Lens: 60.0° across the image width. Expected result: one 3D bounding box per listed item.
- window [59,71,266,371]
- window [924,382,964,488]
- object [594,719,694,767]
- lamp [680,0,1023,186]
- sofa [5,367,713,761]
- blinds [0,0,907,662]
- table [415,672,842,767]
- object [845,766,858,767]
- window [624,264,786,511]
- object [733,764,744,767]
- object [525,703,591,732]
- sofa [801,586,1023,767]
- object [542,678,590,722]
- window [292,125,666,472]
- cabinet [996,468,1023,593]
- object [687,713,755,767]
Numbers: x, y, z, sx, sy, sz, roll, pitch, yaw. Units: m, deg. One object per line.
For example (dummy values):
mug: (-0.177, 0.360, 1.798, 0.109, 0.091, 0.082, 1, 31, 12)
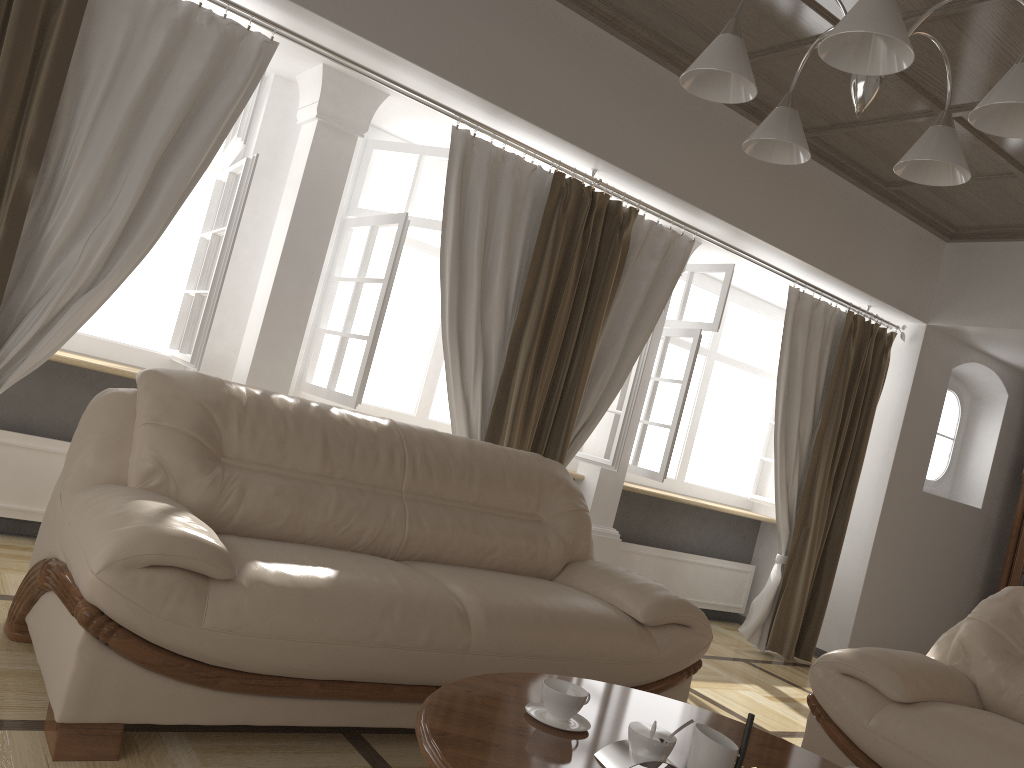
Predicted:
window: (-1.836, -0.898, 3.533, 1.600, 1.500, 0.781, 16, -3, -34)
window: (3.065, 0.362, 6.437, 0.600, 0.784, 0.050, 16, -3, -34)
object: (0.282, 0.717, 1.789, 0.178, 0.133, 0.104, 15, -2, -19)
lamp: (0.893, -1.079, 1.919, 0.713, 1.094, 0.741, 16, -3, -34)
sofa: (-0.383, 0.600, 3.002, 2.135, 0.900, 1.051, 16, -3, -34)
blinds: (0.045, 0.033, 4.226, 5.765, 2.294, 0.285, 16, -3, -34)
table: (0.325, 1.001, 1.821, 1.169, 0.392, 1.167, 16, -3, -39)
object: (0.755, 0.872, 1.881, 0.105, 0.071, 0.114, 15, -2, -19)
window: (1.474, 0.064, 5.885, 1.653, 1.500, 0.782, 16, -3, -34)
object: (0.457, 0.792, 1.802, 0.040, 0.040, 0.038, 13, -3, 35)
object: (0.101, 0.740, 1.961, 0.150, 0.010, 0.150, 13, -3, 41)
sofa: (1.793, 1.164, 2.845, 1.052, 0.900, 1.318, 16, -3, -34)
object: (0.111, 0.707, 1.967, 0.105, 0.071, 0.114, 14, -2, 16)
window: (-0.110, -0.396, 4.774, 1.759, 1.500, 0.784, 16, -3, -35)
cabinet: (4.421, 1.243, 5.674, 0.587, 2.298, 2.360, 16, -3, -34)
object: (0.362, 0.691, 1.618, 0.119, 0.210, 0.119, 13, -3, 33)
